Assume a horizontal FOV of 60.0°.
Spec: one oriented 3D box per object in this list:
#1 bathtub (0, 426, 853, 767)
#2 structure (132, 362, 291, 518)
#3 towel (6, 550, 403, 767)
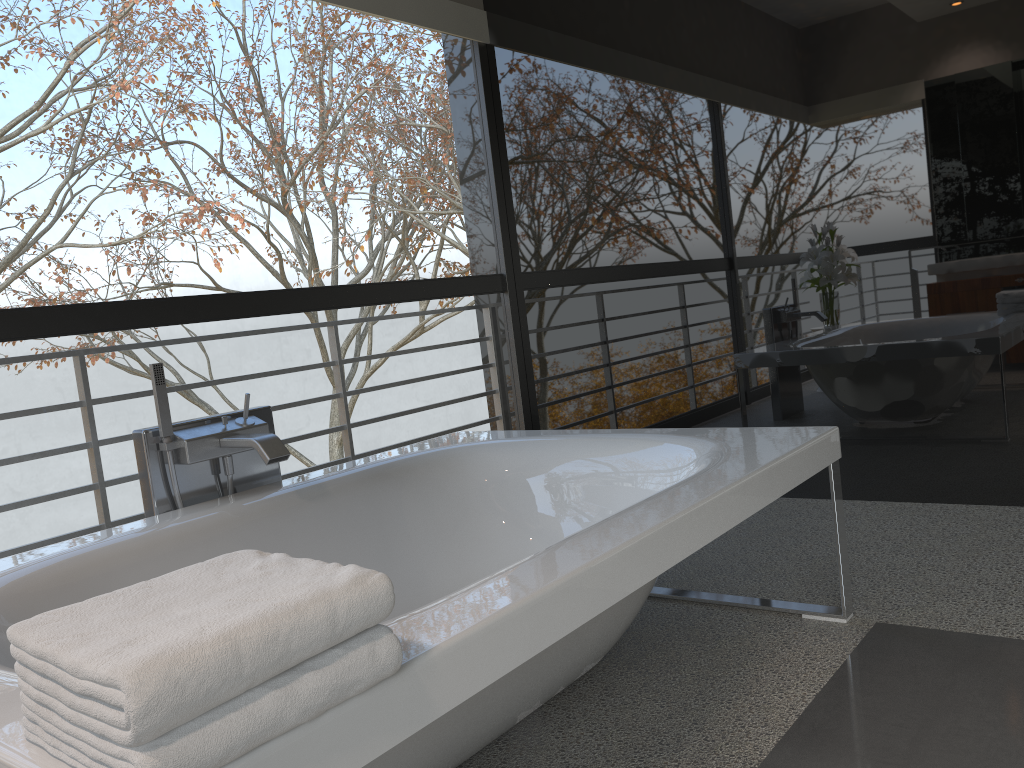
[{"bbox_3d":[-0.232,0.524,1.976,1.327,0.504,1.960,-3,6,38],"label":"bathtub"},{"bbox_3d":[-0.702,0.360,2.370,0.330,0.884,0.402,-4,6,38],"label":"structure"},{"bbox_3d":[-0.336,0.306,0.999,0.305,0.145,0.322,-3,6,41],"label":"towel"}]
